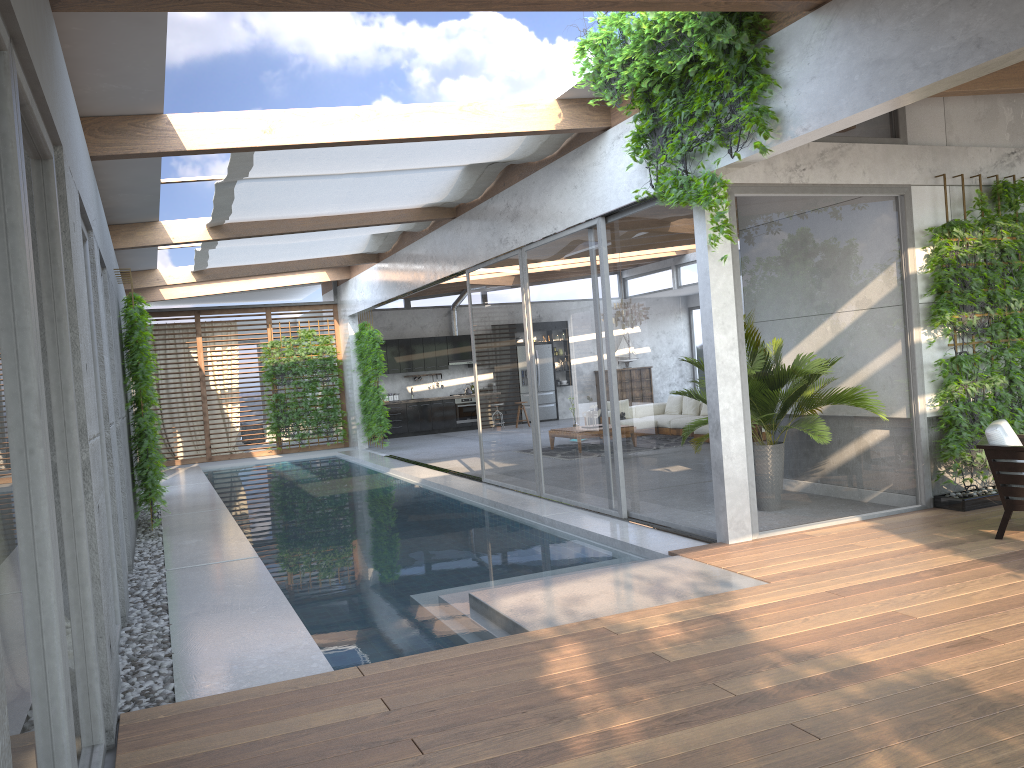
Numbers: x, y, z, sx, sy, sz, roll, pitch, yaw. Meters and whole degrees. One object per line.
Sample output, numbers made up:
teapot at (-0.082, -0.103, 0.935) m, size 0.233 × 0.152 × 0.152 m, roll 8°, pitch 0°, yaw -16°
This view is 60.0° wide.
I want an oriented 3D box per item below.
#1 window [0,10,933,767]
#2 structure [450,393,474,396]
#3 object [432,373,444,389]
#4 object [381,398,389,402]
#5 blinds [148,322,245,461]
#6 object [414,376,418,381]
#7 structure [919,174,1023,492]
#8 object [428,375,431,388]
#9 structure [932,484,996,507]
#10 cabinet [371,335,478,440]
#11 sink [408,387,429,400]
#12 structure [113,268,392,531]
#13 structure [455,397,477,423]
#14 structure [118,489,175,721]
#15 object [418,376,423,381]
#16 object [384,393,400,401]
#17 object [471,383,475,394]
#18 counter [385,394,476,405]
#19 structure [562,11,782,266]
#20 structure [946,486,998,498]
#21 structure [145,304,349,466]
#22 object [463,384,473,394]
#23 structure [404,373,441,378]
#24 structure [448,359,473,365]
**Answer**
window at (1.192, -0.804, 14.837) m, size 14.294 × 3.764 × 23.280 m, roll -5°, pitch 1°, yaw -22°
structure at (-1.198, 0.257, 21.466) m, size 0.605 × 0.031 × 0.496 m, roll -5°, pitch 1°, yaw -22°
object at (-1.793, -0.060, 21.454) m, size 0.282 × 0.380 × 0.070 m, roll -5°, pitch 1°, yaw -22°
object at (-3.135, 0.369, 20.694) m, size 0.381 × 0.134 × 0.590 m, roll -5°, pitch 1°, yaw -34°
blinds at (-6.578, 0.149, 18.254) m, size 2.087 × 2.898 × 0.692 m, roll -5°, pitch 1°, yaw -18°
object at (-2.305, -0.132, 21.277) m, size 0.117 × 0.139 × 0.093 m, roll -5°, pitch 1°, yaw -20°
structure at (4.184, -0.432, 7.487) m, size 1.851 × 2.669 × 0.500 m, roll -5°, pitch 1°, yaw -22°
object at (-2.003, -0.065, 21.404) m, size 0.071 × 0.325 × 0.066 m, roll -5°, pitch 1°, yaw -22°
structure at (3.924, 0.693, 8.692) m, size 2.012 × 0.595 × 2.203 m, roll -5°, pitch 1°, yaw -22°
cabinet at (-1.191, -0.133, 21.496) m, size 5.901 × 2.502 × 0.709 m, roll -5°, pitch 1°, yaw -24°
sink at (-2.302, 0.334, 21.015) m, size 0.526 × 0.514 × 0.514 m, roll -5°, pitch 1°, yaw -22°
structure at (-3.453, 0.038, 13.933) m, size 2.739 × 2.687 × 10.282 m, roll -5°, pitch 1°, yaw -5°
structure at (-1.162, 0.627, 21.455) m, size 0.587 × 0.588 × 0.584 m, roll -5°, pitch 1°, yaw -22°
structure at (-4.304, 1.585, 10.313) m, size 0.477 × 0.068 × 13.673 m, roll -5°, pitch 1°, yaw -22°
object at (-2.201, -0.141, 21.311) m, size 0.117 × 0.139 × 0.093 m, roll -5°, pitch 1°, yaw -5°
object at (-2.873, 0.309, 21.009) m, size 0.405 × 0.200 × 0.147 m, roll -5°, pitch 1°, yaw -21°
object at (-0.958, 0.104, 21.810) m, size 0.089 × 0.282 × 0.082 m, roll -5°, pitch 1°, yaw -27°
counter at (-2.113, 0.379, 21.090) m, size 3.805 × 0.061 × 0.607 m, roll -5°, pitch 1°, yaw -22°
structure at (1.123, -1.805, 6.254) m, size 0.918 × 2.054 × 1.822 m, roll -5°, pitch 1°, yaw -25°
structure at (3.963, 0.882, 7.325) m, size 0.928 × 0.044 × 0.231 m, roll -5°, pitch 1°, yaw -22°
structure at (-5.622, -0.013, 18.263) m, size 4.313 × 3.079 × 0.085 m, roll -5°, pitch 1°, yaw -22°
object at (-1.064, 0.113, 21.467) m, size 0.222 × 0.235 × 0.222 m, roll -5°, pitch 1°, yaw -32°
structure at (-2.134, -0.208, 21.363) m, size 0.932 × 0.046 × 0.081 m, roll -5°, pitch 1°, yaw -22°
structure at (-1.299, -0.524, 21.552) m, size 0.599 × 0.104 × 0.368 m, roll -5°, pitch 1°, yaw -22°
